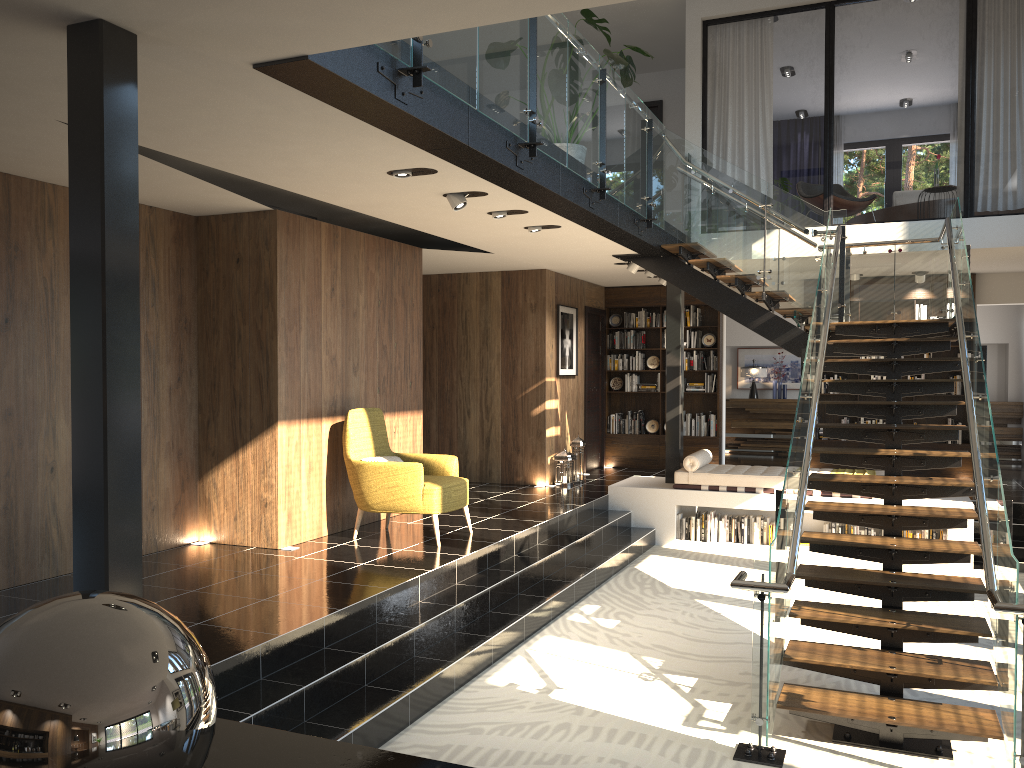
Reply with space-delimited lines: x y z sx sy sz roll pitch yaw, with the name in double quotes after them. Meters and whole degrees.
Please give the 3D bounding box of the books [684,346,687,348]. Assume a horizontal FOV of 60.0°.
2.436 -0.536 12.974 0.239 0.033 0.176 0 1 20 "books"

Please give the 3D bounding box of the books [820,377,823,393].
4.245 0.017 12.175 0.028 0.227 0.136 1 1 23 "books"

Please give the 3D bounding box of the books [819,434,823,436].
4.368 0.700 12.168 0.271 0.025 0.156 0 1 24 "books"

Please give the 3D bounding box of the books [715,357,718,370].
2.934 -0.293 12.671 0.026 0.196 0.170 1 1 23 "books"

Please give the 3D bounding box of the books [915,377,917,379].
5.326 0.019 11.698 0.025 0.232 0.156 1 1 23 "books"

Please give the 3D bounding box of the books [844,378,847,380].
4.532 0.027 12.042 0.028 0.210 0.169 1 1 23 "books"

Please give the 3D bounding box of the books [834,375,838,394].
4.415 0.003 12.082 0.029 0.256 0.167 1 1 23 "books"

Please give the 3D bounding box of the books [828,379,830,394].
4.343 0.034 12.138 0.033 0.193 0.172 1 1 23 "books"

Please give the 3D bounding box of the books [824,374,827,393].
4.292 -0.006 12.151 0.029 0.272 0.152 1 1 23 "books"

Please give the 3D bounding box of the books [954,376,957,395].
5.752 0.015 11.511 0.023 0.246 0.147 1 1 23 "books"

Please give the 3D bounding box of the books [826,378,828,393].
4.320 0.022 12.154 0.021 0.216 0.170 1 1 23 "books"

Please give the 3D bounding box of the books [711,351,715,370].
2.878 -0.335 12.696 0.016 0.278 0.201 1 1 23 "books"

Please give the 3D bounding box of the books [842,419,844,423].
4.509 0.622 12.074 0.030 0.284 0.177 1 1 23 "books"

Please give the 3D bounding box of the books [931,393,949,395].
5.547 0.124 11.585 0.288 0.026 0.175 0 1 27 "books"

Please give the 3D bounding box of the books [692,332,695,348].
2.636 -0.635 12.841 0.025 0.235 0.232 1 1 23 "books"

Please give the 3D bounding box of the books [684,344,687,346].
2.431 -0.567 12.961 0.266 0.030 0.209 0 1 24 "books"

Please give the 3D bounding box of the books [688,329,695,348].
2.601 -0.661 12.853 0.049 0.286 0.259 1 1 23 "books"

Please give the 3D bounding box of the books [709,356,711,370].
2.845 -0.301 12.714 0.020 0.209 0.147 1 1 23 "books"

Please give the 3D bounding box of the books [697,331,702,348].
2.707 -0.642 12.813 0.035 0.251 0.196 1 1 23 "books"

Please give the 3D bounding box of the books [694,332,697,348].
2.676 -0.636 12.843 0.047 0.238 0.225 1 1 23 "books"

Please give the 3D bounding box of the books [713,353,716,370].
2.902 -0.319 12.710 0.018 0.246 0.144 1 1 23 "books"

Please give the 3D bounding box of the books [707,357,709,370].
2.831 -0.292 12.740 0.026 0.190 0.121 1 1 23 "books"

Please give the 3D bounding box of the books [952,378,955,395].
5.727 0.032 11.513 0.025 0.212 0.167 1 1 23 "books"

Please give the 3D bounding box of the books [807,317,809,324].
4.083 -0.951 12.227 0.026 0.263 0.156 1 1 23 "books"

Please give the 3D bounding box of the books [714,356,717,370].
2.918 -0.296 12.696 0.023 0.200 0.121 1 1 23 "books"

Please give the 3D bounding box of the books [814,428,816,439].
4.193 0.626 12.242 0.025 0.270 0.156 1 1 23 "books"

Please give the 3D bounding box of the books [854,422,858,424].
4.648 0.637 12.036 0.075 0.255 0.181 1 1 23 "books"

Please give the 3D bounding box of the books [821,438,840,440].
4.370 0.750 12.173 0.247 0.026 0.148 0 1 22 "books"

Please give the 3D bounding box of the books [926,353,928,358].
5.459 -0.309 11.664 0.023 0.261 0.146 1 1 23 "books"

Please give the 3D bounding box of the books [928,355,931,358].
5.475 -0.277 11.640 0.026 0.196 0.147 1 1 23 "books"

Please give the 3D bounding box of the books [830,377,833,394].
4.367 0.020 12.114 0.030 0.222 0.189 1 1 23 "books"

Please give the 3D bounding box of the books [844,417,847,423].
4.544 0.609 12.079 0.031 0.310 0.169 1 1 23 "books"

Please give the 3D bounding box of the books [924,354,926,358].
5.439 -0.289 11.676 0.024 0.219 0.174 1 1 23 "books"

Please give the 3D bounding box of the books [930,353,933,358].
5.511 -0.300 11.658 0.025 0.243 0.119 1 1 23 "books"

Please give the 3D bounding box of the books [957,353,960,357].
5.803 -0.286 11.515 0.026 0.219 0.156 1 1 23 "books"

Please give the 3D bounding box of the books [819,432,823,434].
4.363 0.672 12.154 0.287 0.030 0.176 0 1 21 "books"

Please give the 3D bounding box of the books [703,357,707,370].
2.795 -0.295 12.766 0.060 0.196 0.119 1 1 23 "books"

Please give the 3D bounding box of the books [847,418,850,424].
4.574 0.613 12.062 0.036 0.302 0.186 1 1 23 "books"

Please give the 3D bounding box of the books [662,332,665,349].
2.245 -0.642 13.050 0.028 0.242 0.194 1 1 23 "books"

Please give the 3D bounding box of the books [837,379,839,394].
4.451 0.029 12.094 0.030 0.205 0.170 1 1 23 "books"

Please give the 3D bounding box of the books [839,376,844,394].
4.486 0.014 12.059 0.070 0.236 0.206 1 1 23 "books"

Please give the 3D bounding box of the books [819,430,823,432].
4.368 0.644 12.166 0.271 0.025 0.156 0 1 24 "books"

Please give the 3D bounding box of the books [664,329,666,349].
2.260 -0.660 13.015 0.027 0.279 0.166 1 1 23 "books"

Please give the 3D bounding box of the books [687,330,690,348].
2.574 -0.650 12.882 0.023 0.264 0.218 1 1 23 "books"

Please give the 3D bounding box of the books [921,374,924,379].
5.395 -0.003 11.646 0.031 0.277 0.168 1 1 23 "books"

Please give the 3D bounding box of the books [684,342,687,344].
2.435 -0.593 12.969 0.264 0.021 0.189 0 1 21 "books"

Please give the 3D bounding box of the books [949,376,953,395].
5.697 0.016 11.513 0.030 0.244 0.176 1 1 23 "books"

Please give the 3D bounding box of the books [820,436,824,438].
4.363 0.725 12.157 0.258 0.024 0.167 0 1 24 "books"

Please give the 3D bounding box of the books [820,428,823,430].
4.364 0.620 12.156 0.257 0.024 0.167 0 1 23 "books"

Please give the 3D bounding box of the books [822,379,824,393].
4.266 0.032 12.158 0.024 0.197 0.172 1 1 23 "books"

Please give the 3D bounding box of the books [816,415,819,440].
4.201 0.592 12.190 0.028 0.340 0.203 1 1 23 "books"

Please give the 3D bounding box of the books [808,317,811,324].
4.107 -0.944 12.209 0.032 0.250 0.167 1 1 23 "books"
